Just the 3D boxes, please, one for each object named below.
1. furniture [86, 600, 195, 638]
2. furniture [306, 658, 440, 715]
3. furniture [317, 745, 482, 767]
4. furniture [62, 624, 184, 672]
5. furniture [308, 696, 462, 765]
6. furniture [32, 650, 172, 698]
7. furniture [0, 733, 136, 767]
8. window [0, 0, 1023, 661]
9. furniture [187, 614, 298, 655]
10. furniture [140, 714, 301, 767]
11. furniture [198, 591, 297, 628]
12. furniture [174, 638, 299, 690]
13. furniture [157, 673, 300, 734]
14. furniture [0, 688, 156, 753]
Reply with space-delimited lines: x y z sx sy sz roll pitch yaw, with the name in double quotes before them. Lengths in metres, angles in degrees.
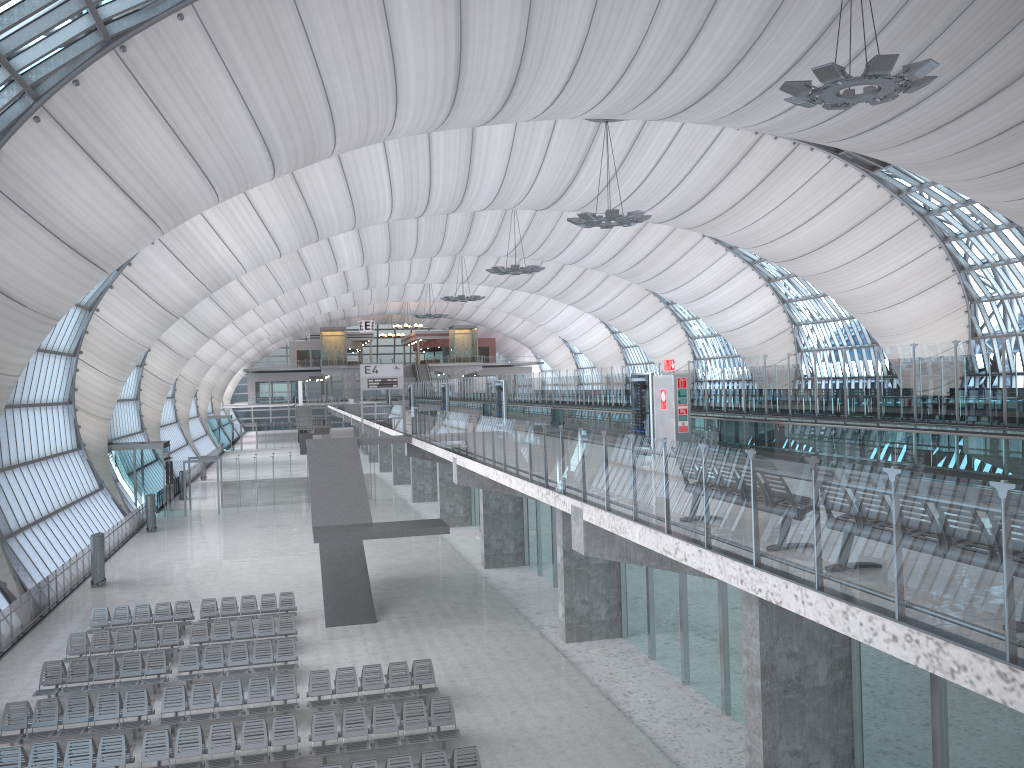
"furniture" -10.316 6.600 24.735 2.705 0.913 1.572 -2 0 -14
"furniture" -2.943 6.377 18.679 2.705 0.913 1.572 -2 0 -14
"furniture" -1.781 6.340 14.020 2.705 0.913 1.572 -2 0 -14
"furniture" -9.677 6.580 22.172 2.705 0.913 1.572 -2 0 -14
"furniture" -2.362 6.358 16.349 2.705 0.913 1.572 -2 0 -14
"furniture" -9.109 6.562 19.893 2.705 0.913 1.572 -2 0 -14
"furniture" -7.882 6.523 14.972 2.705 0.913 1.572 -2 0 -14
"window" -4.172 -2.978 77.986 50.537 20.004 167.818 -2 0 -14
"furniture" -6.917 6.498 22.861 2.705 0.913 1.572 -2 0 -14
"furniture" -5.122 6.441 15.661 2.705 0.913 1.572 -2 0 -14
"furniture" -7.556 6.518 25.424 2.705 0.913 1.572 -2 0 -14
"furniture" -6.349 6.480 20.582 2.705 0.913 1.572 -2 0 -14
"furniture" -5.703 6.459 17.990 2.705 0.913 1.572 -2 0 -14
"furniture" -8.463 6.541 17.302 2.705 0.913 1.572 -2 0 -14
